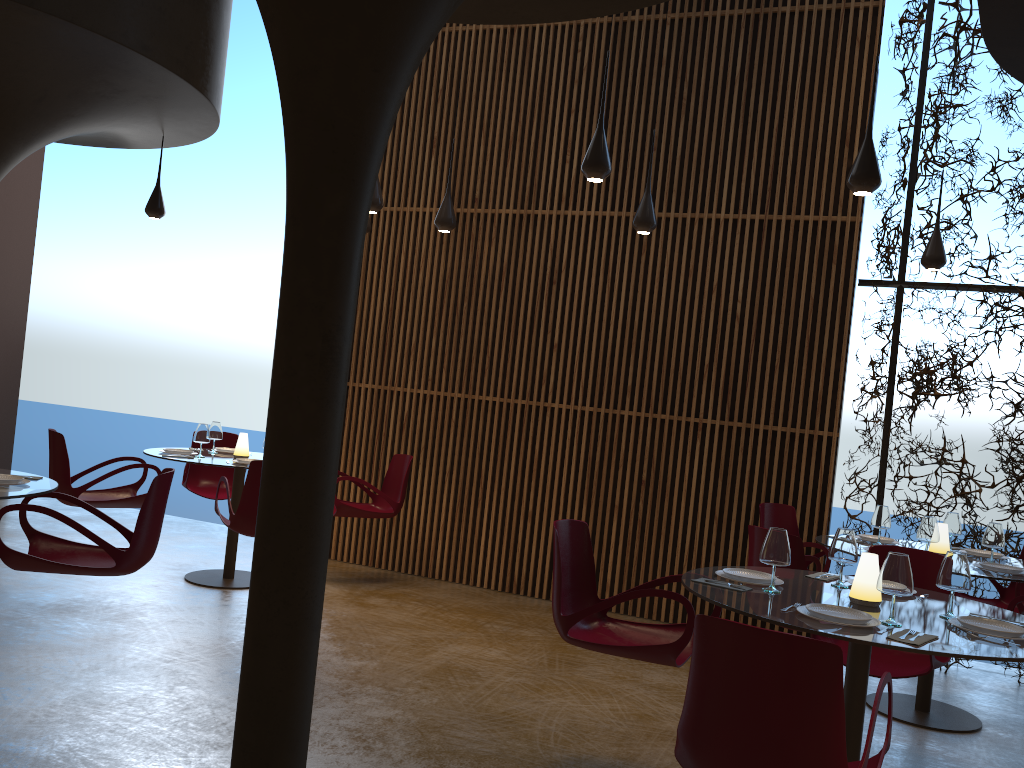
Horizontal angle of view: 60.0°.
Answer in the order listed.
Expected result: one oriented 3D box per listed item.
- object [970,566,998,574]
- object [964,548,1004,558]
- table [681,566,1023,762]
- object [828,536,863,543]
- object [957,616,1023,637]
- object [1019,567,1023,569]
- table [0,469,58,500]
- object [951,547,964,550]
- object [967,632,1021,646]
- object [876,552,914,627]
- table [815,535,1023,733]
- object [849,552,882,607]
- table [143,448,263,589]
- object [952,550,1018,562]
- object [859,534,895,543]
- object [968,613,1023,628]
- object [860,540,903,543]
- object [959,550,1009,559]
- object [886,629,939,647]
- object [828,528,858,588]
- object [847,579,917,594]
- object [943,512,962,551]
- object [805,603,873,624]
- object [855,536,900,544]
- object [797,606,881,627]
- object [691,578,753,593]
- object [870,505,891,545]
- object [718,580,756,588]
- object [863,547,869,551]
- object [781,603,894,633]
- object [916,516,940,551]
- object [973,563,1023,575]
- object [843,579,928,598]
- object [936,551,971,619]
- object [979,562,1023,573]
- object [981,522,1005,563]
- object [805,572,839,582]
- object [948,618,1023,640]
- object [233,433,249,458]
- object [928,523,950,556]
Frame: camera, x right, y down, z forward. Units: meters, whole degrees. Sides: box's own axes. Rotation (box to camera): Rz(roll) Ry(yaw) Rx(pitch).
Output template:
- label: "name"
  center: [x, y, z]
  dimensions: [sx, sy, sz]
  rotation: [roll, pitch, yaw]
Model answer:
- label: "object"
  center: [3.206, 1.220, 5.818]
  dimensions: [0.411, 0.012, 0.204]
  rotation: [7, -2, -32]
- label: "object"
  center: [3.506, 1.261, 6.586]
  dimensions: [0.263, 0.029, 0.263]
  rotation: [7, -2, -32]
- label: "table"
  center: [1.573, 1.578, 4.104]
  dimensions: [1.670, 1.130, 1.675]
  rotation: [5, -1, 40]
- label: "object"
  center: [2.518, 1.176, 6.708]
  dimensions: [0.126, 0.017, 0.261]
  rotation: [7, -2, -24]
- label: "object"
  center: [2.027, 1.030, 3.750]
  dimensions: [0.263, 0.029, 0.263]
  rotation: [5, -2, 23]
- label: "object"
  center: [3.483, 1.259, 5.946]
  dimensions: [0.126, 0.017, 0.261]
  rotation: [7, -2, -28]
- label: "table"
  center: [-3.449, 1.060, 4.795]
  dimensions: [1.673, 1.130, 1.671]
  rotation: [6, -1, -15]
- label: "object"
  center: [3.407, 1.275, 6.872]
  dimensions: [0.262, 0.017, 0.126]
  rotation: [7, -2, -22]
- label: "object"
  center: [2.024, 1.040, 3.746]
  dimensions: [0.204, 0.012, 0.411]
  rotation: [5, -2, 28]
- label: "object"
  center: [1.596, 0.854, 3.697]
  dimensions: [0.142, 0.295, 0.142]
  rotation: [6, 0, -4]
- label: "table"
  center: [2.985, 1.787, 6.325]
  dimensions: [1.674, 1.130, 1.670]
  rotation: [7, -1, -27]
- label: "object"
  center: [1.645, 0.901, 4.104]
  dimensions: [0.144, 0.232, 0.142]
  rotation: [6, 0, -24]
- label: "table"
  center: [-2.553, 1.243, 8.161]
  dimensions: [1.674, 1.130, 1.671]
  rotation: [7, -1, -23]
- label: "object"
  center: [3.508, 1.272, 6.582]
  dimensions: [0.204, 0.012, 0.410]
  rotation: [7, -2, -26]
- label: "object"
  center: [2.802, 1.192, 6.813]
  dimensions: [0.263, 0.029, 0.263]
  rotation: [6, -1, -8]
- label: "object"
  center: [2.200, 1.071, 3.996]
  dimensions: [0.261, 0.017, 0.126]
  rotation: [5, -2, 32]
- label: "object"
  center: [2.804, 1.203, 6.816]
  dimensions: [0.411, 0.012, 0.204]
  rotation: [7, -2, -28]
- label: "object"
  center: [3.505, 1.271, 6.586]
  dimensions: [0.331, 0.014, 0.332]
  rotation: [6, -2, 13]
- label: "object"
  center: [1.563, 0.989, 3.458]
  dimensions: [0.126, 0.017, 0.262]
  rotation: [5, -2, 42]
- label: "object"
  center: [1.687, 0.885, 4.521]
  dimensions: [0.142, 0.295, 0.142]
  rotation: [6, 0, -31]
- label: "object"
  center: [1.901, 1.047, 4.561]
  dimensions: [0.332, 0.014, 0.331]
  rotation: [7, -2, -42]
- label: "object"
  center: [3.302, 1.114, 6.666]
  dimensions: [0.141, 0.295, 0.142]
  rotation: [6, 0, 33]
- label: "object"
  center: [1.352, 0.956, 3.672]
  dimensions: [0.263, 0.029, 0.263]
  rotation: [5, -2, 45]
- label: "object"
  center: [2.801, 1.202, 6.813]
  dimensions: [0.332, 0.014, 0.332]
  rotation: [6, -1, 2]
- label: "object"
  center: [1.351, 0.965, 3.672]
  dimensions: [0.332, 0.014, 0.331]
  rotation: [7, -2, -39]
- label: "object"
  center: [0.985, 0.946, 4.171]
  dimensions: [0.261, 0.017, 0.126]
  rotation: [5, -2, 36]
- label: "object"
  center: [2.741, 1.052, 6.592]
  dimensions: [0.142, 0.295, 0.142]
  rotation: [6, 0, 20]
- label: "object"
  center: [1.180, 0.967, 4.408]
  dimensions: [0.204, 0.012, 0.411]
  rotation: [5, -2, 32]
- label: "object"
  center: [2.587, 1.160, 6.092]
  dimensions: [0.331, 0.014, 0.332]
  rotation: [5, -2, 30]
- label: "object"
  center: [1.347, 0.966, 3.675]
  dimensions: [0.410, 0.012, 0.204]
  rotation: [5, -2, 37]
- label: "object"
  center: [2.813, 1.044, 5.998]
  dimensions: [0.141, 0.295, 0.142]
  rotation: [6, 0, 37]
- label: "object"
  center: [3.210, 1.219, 5.820]
  dimensions: [0.331, 0.014, 0.332]
  rotation: [6, -2, 14]
- label: "object"
  center: [1.905, 1.049, 4.559]
  dimensions: [0.410, 0.012, 0.204]
  rotation: [5, -2, 34]
- label: "object"
  center: [1.978, 0.902, 3.974]
  dimensions: [0.142, 0.295, 0.142]
  rotation: [6, 0, 9]
- label: "object"
  center: [3.211, 1.210, 5.820]
  dimensions: [0.263, 0.029, 0.263]
  rotation: [6, -2, 14]
- label: "object"
  center: [3.282, 1.095, 6.046]
  dimensions: [0.142, 0.295, 0.142]
  rotation: [6, 0, -29]
- label: "object"
  center: [1.674, 1.035, 4.760]
  dimensions: [0.126, 0.017, 0.262]
  rotation: [5, -2, 38]
- label: "object"
  center: [2.026, 1.039, 3.750]
  dimensions: [0.332, 0.014, 0.332]
  rotation: [6, -1, 3]
- label: "object"
  center: [-2.481, 0.566, 8.160]
  dimensions: [0.142, 0.232, 0.144]
  rotation: [6, 0, 6]
- label: "object"
  center: [3.057, 1.109, 6.324]
  dimensions: [0.144, 0.232, 0.142]
  rotation: [6, 0, -14]
